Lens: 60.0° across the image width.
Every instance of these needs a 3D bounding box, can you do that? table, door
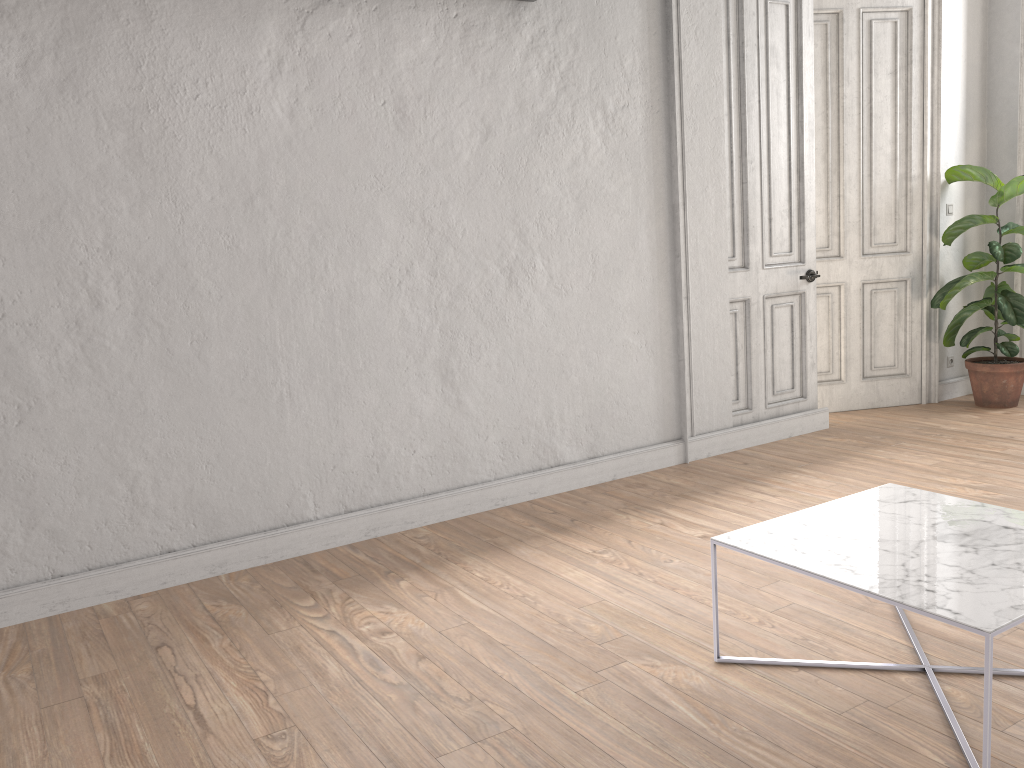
[{"bbox_3d":[1.186,0.633,2.527,0.849,0.392,0.848,-9,10,-31],"label":"table"},{"bbox_3d":[1.413,-1.032,5.272,1.096,2.818,0.216,-9,11,-29],"label":"door"},{"bbox_3d":[2.310,-1.205,6.008,1.097,2.818,0.216,-5,9,-6],"label":"door"}]

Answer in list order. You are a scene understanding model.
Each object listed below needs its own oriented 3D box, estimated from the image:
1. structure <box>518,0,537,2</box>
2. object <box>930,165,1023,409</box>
[{"bbox_3d":[-0.140,-1.885,0.629,4.155,1.214,5.923,-9,10,-31],"label":"structure"},{"bbox_3d":[4.393,-0.493,3.681,0.791,1.845,5.822,-8,10,-26],"label":"object"}]
